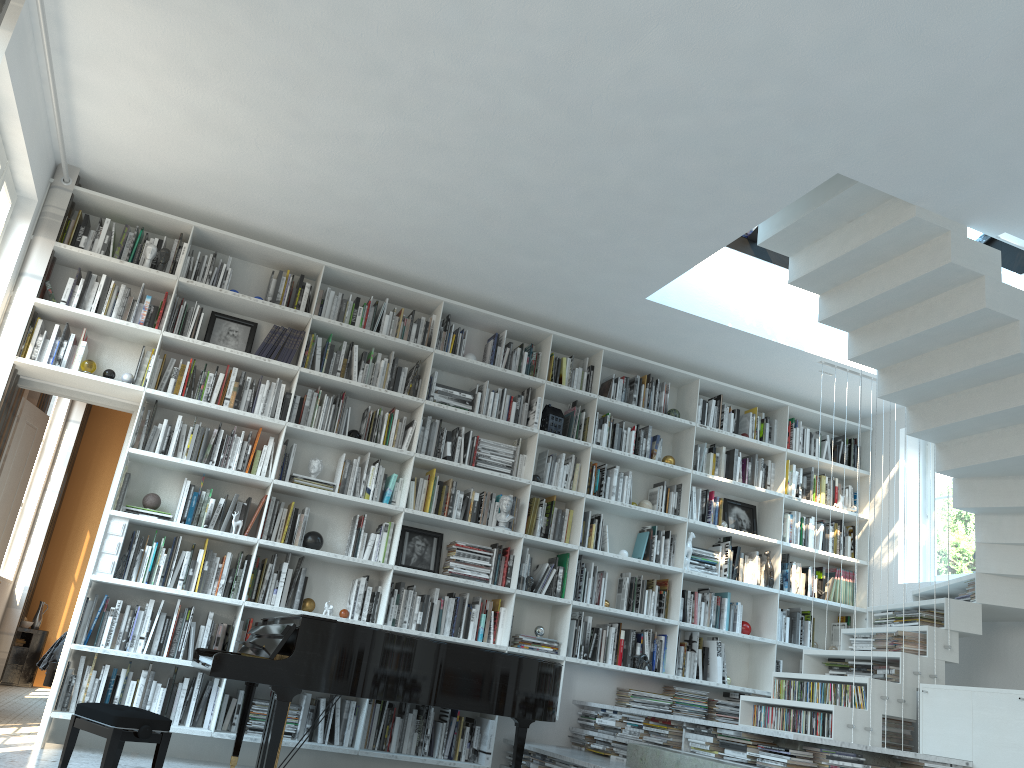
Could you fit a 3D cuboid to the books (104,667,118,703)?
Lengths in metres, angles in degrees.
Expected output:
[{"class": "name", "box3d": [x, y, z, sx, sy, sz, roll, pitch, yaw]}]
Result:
[{"class": "books", "box3d": [-2.264, 1.729, 4.991, 0.022, 0.251, 0.140, 15, -19, -19]}]

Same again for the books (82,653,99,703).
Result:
[{"class": "books", "box3d": [-2.364, 1.666, 4.957, 0.011, 0.317, 0.158, 15, -19, -19]}]

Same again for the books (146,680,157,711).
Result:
[{"class": "books", "box3d": [-2.059, 1.796, 5.039, 0.021, 0.217, 0.191, 15, -20, -19]}]

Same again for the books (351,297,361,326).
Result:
[{"class": "books", "box3d": [-1.093, -0.448, 6.077, 0.028, 0.267, 0.152, 15, -19, -19]}]

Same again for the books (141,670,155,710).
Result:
[{"class": "books", "box3d": [-2.076, 1.767, 5.040, 0.025, 0.265, 0.160, 15, -19, -19]}]

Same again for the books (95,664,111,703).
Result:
[{"class": "books", "box3d": [-2.297, 1.706, 4.962, 0.023, 0.265, 0.177, 15, -19, -19]}]

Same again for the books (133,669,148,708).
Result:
[{"class": "books", "box3d": [-2.115, 1.757, 5.026, 0.031, 0.265, 0.187, 15, -20, -19]}]

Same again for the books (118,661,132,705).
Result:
[{"class": "books", "box3d": [-2.193, 1.718, 5.003, 0.013, 0.299, 0.184, 15, -19, -19]}]

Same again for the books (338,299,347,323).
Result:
[{"class": "books", "box3d": [-1.168, -0.451, 6.010, 0.029, 0.207, 0.179, 15, -20, -19]}]

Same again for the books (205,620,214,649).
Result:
[{"class": "books", "box3d": [-1.793, 1.515, 5.219, 0.011, 0.239, 0.175, 15, -20, -19]}]

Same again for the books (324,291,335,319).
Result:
[{"class": "books", "box3d": [-1.253, -0.491, 6.005, 0.031, 0.254, 0.146, 15, -19, -19]}]

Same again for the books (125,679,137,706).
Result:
[{"class": "books", "box3d": [-2.158, 1.775, 4.998, 0.030, 0.201, 0.168, 15, -20, -19]}]

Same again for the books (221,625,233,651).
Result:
[{"class": "books", "box3d": [-1.710, 1.549, 5.267, 0.030, 0.230, 0.151, 15, -19, -19]}]

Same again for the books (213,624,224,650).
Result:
[{"class": "books", "box3d": [-1.747, 1.530, 5.226, 0.023, 0.227, 0.190, 15, -20, -19]}]

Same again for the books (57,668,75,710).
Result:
[{"class": "books", "box3d": [-2.472, 1.688, 4.913, 0.023, 0.215, 0.159, 15, -20, -19]}]

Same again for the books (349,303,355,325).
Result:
[{"class": "books", "box3d": [-1.116, -0.429, 6.063, 0.012, 0.215, 0.150, 15, -20, -19]}]

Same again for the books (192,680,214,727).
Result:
[{"class": "books", "box3d": [-1.804, 1.855, 5.155, 0.065, 0.255, 0.156, 15, -19, -19]}]

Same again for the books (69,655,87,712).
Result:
[{"class": "books", "box3d": [-2.412, 1.663, 4.933, 0.045, 0.292, 0.181, 15, -19, -19]}]

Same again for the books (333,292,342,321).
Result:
[{"class": "books", "box3d": [-1.206, -0.477, 6.019, 0.023, 0.250, 0.171, 15, -20, -19]}]

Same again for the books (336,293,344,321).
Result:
[{"class": "books", "box3d": [-1.188, -0.473, 6.021, 0.012, 0.249, 0.174, 15, -20, -19]}]

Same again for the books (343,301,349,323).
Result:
[{"class": "books", "box3d": [-1.153, -0.442, 6.029, 0.015, 0.206, 0.167, 15, -20, -19]}]

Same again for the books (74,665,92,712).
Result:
[{"class": "books", "box3d": [-2.386, 1.696, 4.942, 0.024, 0.245, 0.143, 15, -19, -19]}]

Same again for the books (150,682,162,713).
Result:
[{"class": "books", "box3d": [-2.037, 1.807, 5.045, 0.028, 0.205, 0.171, 15, -20, -19]}]

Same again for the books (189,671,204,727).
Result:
[{"class": "books", "box3d": [-1.827, 1.817, 5.130, 0.012, 0.302, 0.166, 15, -19, -19]}]

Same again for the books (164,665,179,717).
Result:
[{"class": "books", "box3d": [-1.970, 1.784, 5.106, 0.013, 0.309, 0.131, 15, -19, -19]}]

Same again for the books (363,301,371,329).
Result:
[{"class": "books", "box3d": [-1.018, -0.426, 6.081, 0.013, 0.250, 0.184, 15, -20, -19]}]

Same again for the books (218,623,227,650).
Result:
[{"class": "books", "box3d": [-1.738, 1.542, 5.267, 0.026, 0.235, 0.141, 15, -19, -19]}]

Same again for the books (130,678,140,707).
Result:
[{"class": "books", "box3d": [-2.149, 1.783, 5.034, 0.014, 0.210, 0.146, 15, -20, -19]}]

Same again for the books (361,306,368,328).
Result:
[{"class": "books", "box3d": [-1.032, -0.413, 6.071, 0.011, 0.215, 0.160, 15, -20, -19]}]

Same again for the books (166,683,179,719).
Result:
[{"class": "books", "box3d": [-1.959, 1.833, 5.096, 0.024, 0.213, 0.137, 15, -19, -19]}]

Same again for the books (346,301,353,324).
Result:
[{"class": "books", "box3d": [-1.135, -0.440, 6.067, 0.025, 0.234, 0.130, 15, -19, -19]}]

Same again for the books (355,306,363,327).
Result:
[{"class": "books", "box3d": [-1.068, -0.412, 6.068, 0.030, 0.200, 0.152, 15, -20, -19]}]

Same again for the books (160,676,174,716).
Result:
[{"class": "books", "box3d": [-1.979, 1.802, 5.063, 0.023, 0.243, 0.188, 15, -20, -19]}]

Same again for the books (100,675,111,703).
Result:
[{"class": "books", "box3d": [-2.286, 1.744, 4.974, 0.022, 0.205, 0.159, 15, -20, -19]}]

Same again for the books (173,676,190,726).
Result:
[{"class": "books", "box3d": [-1.907, 1.822, 5.105, 0.027, 0.255, 0.179, 15, -20, -19]}]

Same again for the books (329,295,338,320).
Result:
[{"class": "books", "box3d": [-1.229, -0.469, 6.004, 0.023, 0.219, 0.182, 15, -20, -19]}]

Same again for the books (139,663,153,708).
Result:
[{"class": "books", "box3d": [-2.098, 1.749, 5.056, 0.014, 0.303, 0.140, 15, -19, -19]}]

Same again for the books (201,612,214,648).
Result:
[{"class": "books", "box3d": [-1.815, 1.494, 5.245, 0.025, 0.287, 0.131, 15, -19, -19]}]

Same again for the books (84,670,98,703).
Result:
[{"class": "books", "box3d": [-2.354, 1.712, 4.943, 0.022, 0.225, 0.155, 15, -20, -19]}]

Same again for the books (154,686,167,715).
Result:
[{"class": "books", "box3d": [-2.008, 1.822, 5.045, 0.031, 0.187, 0.190, 15, -20, -19]}]

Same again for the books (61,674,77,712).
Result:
[{"class": "books", "box3d": [-2.441, 1.700, 4.893, 0.029, 0.190, 0.177, 15, -20, -19]}]

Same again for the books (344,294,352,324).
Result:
[{"class": "books", "box3d": [-1.139, -0.465, 6.043, 0.010, 0.263, 0.161, 15, -19, -19]}]

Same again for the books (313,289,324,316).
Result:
[{"class": "books", "box3d": [-1.321, -0.503, 5.973, 0.029, 0.236, 0.156, 15, -19, -19]}]

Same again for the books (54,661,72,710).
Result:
[{"class": "books", "box3d": [-2.485, 1.666, 4.913, 0.012, 0.253, 0.161, 15, -19, -19]}]

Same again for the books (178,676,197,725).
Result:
[{"class": "books", "box3d": [-1.885, 1.832, 5.137, 0.040, 0.263, 0.137, 15, -19, -19]}]

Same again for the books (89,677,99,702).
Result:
[{"class": "books", "box3d": [-2.340, 1.738, 4.950, 0.022, 0.185, 0.145, 15, -20, -19]}]

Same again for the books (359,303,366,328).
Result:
[{"class": "books", "box3d": [-1.045, -0.423, 6.077, 0.013, 0.233, 0.155, 15, -19, -19]}]

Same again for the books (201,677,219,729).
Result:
[{"class": "books", "box3d": [-1.760, 1.858, 5.175, 0.027, 0.275, 0.144, 15, -19, -19]}]

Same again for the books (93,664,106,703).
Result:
[{"class": "books", "box3d": [-2.311, 1.702, 4.950, 0.013, 0.260, 0.174, 15, -19, -19]}]

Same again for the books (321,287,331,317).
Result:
[{"class": "books", "box3d": [-1.282, -0.504, 6.017, 0.021, 0.278, 0.141, 15, -19, -19]}]

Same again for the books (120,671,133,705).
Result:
[{"class": "books", "box3d": [-2.188, 1.753, 5.019, 0.022, 0.245, 0.135, 15, -19, -19]}]

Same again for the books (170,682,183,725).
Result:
[{"class": "books", "box3d": [-1.933, 1.831, 5.094, 0.022, 0.224, 0.141, 15, -19, -19]}]

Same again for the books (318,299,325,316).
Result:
[{"class": "books", "box3d": [-1.306, -0.467, 5.986, 0.024, 0.182, 0.133, 15, -20, -19]}]

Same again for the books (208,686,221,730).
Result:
[{"class": "books", "box3d": [-1.727, 1.873, 5.137, 0.017, 0.232, 0.213, 15, -20, -19]}]

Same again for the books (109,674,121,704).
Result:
[{"class": "books", "box3d": [-2.243, 1.746, 4.984, 0.022, 0.220, 0.163, 15, -20, -19]}]

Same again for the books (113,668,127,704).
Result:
[{"class": "books", "box3d": [-2.220, 1.737, 5.003, 0.027, 0.255, 0.160, 15, -19, -19]}]

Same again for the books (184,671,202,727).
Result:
[{"class": "books", "box3d": [-1.843, 1.818, 5.126, 0.021, 0.294, 0.188, 15, -19, -19]}]

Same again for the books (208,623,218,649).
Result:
[{"class": "books", "box3d": [-1.788, 1.535, 5.255, 0.030, 0.226, 0.140, 15, -19, -19]}]
